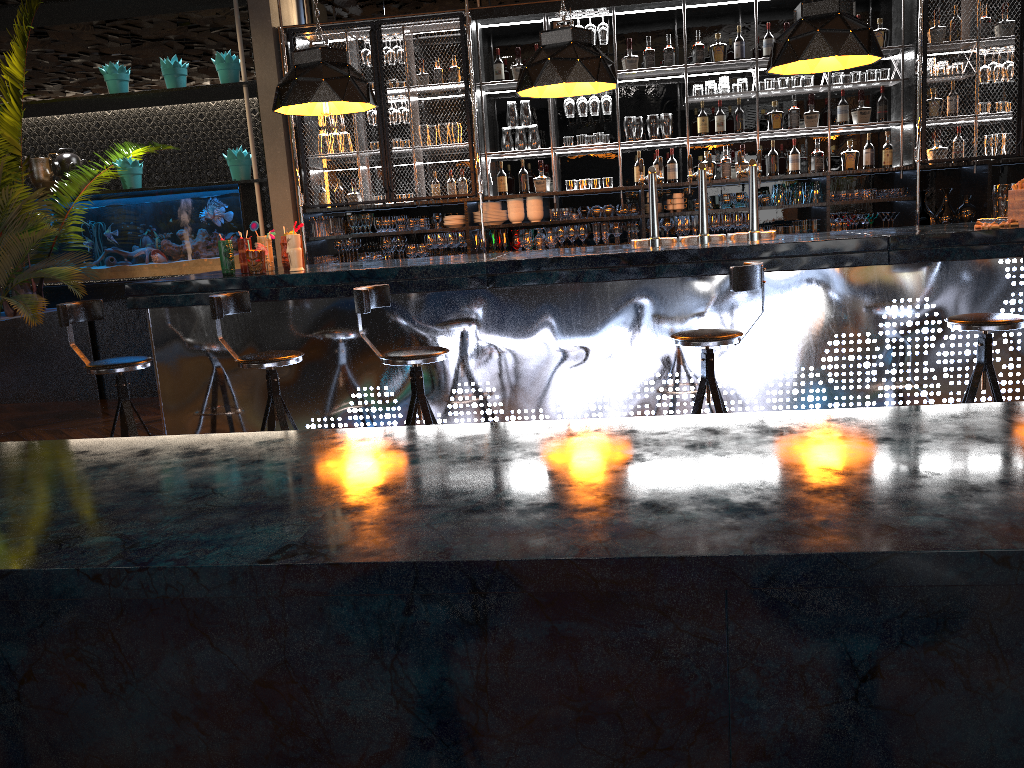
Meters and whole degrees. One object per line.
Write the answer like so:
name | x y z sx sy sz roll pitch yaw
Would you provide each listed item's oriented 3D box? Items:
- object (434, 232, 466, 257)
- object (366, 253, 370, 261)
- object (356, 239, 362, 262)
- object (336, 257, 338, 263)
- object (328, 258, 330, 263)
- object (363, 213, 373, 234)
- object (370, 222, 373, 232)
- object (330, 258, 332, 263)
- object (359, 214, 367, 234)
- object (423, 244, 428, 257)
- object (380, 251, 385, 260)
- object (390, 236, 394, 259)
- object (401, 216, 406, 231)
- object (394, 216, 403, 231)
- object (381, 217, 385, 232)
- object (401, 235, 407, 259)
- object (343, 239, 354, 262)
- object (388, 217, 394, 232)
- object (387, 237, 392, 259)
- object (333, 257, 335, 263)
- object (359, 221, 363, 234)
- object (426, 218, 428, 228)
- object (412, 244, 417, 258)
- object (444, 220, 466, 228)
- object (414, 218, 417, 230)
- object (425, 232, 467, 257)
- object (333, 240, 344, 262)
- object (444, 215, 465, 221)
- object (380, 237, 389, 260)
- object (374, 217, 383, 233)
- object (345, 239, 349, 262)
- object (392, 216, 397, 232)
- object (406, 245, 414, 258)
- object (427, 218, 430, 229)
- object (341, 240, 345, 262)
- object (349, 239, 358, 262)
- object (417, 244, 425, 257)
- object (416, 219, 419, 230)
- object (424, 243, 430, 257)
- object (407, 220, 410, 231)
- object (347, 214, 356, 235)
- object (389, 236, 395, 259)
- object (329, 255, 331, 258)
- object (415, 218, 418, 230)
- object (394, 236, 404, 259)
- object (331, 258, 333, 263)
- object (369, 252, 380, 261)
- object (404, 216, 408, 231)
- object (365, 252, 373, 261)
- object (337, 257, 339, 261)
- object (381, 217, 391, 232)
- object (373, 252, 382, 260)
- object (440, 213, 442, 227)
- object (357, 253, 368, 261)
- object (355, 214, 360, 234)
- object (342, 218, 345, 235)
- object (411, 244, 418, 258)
object | -0.544 -1.240 7.937 0.376 0.227 0.186 -3 10 5
object | -1.297 -1.112 7.867 0.093 0.101 0.093 -10 12 -31
object | -1.392 -1.191 7.984 0.091 0.227 0.091 -10 12 -29
object | -1.594 -1.111 8.042 0.034 0.080 0.034 -1 11 16
object | -1.618 -1.069 7.825 0.034 0.080 0.034 -9 12 -28
object | -1.239 -1.390 7.677 0.087 0.170 0.087 -10 12 -32
object | -1.273 -1.432 7.915 0.087 0.170 0.087 -10 12 -32
object | -1.613 -1.078 7.873 0.034 0.080 0.034 -9 12 -25
object | -1.289 -1.404 7.773 0.087 0.170 0.087 -10 12 -32
object | -0.783 -1.166 7.844 0.065 0.146 0.074 2 12 30
object | -1.179 -1.137 7.954 0.093 0.101 0.093 0 11 22
object | -1.085 -1.194 7.882 0.077 0.229 0.088 0 11 23
object | -0.964 -1.402 7.749 0.074 0.131 0.074 0 11 20
object | -0.977 -1.385 7.664 0.074 0.131 0.074 0 11 20
object | -1.151 -1.417 7.894 0.081 0.132 0.081 -8 11 -20
object | -0.974 -1.206 7.905 0.088 0.229 0.077 -2 11 8
object | -1.423 -1.149 7.769 0.091 0.227 0.091 2 12 30
object | -1.080 -1.406 7.807 0.081 0.132 0.081 -8 11 -20
object | -1.091 -1.179 7.802 0.088 0.229 0.077 -11 12 -32
object | -1.600 -1.095 7.959 0.034 0.080 0.034 -6 11 -10
object | -1.360 -1.430 7.937 0.087 0.170 0.087 -10 12 -32
object | -0.782 -1.410 7.818 0.078 0.099 0.078 -9 12 -25
object | -0.880 -1.160 7.849 0.065 0.146 0.074 0 11 19
object | -0.486 -1.386 7.675 0.211 0.060 0.209 -11 12 -33
object | -0.874 -1.408 7.829 0.078 0.103 0.078 -13 14 -39
object | -0.567 -1.203 7.746 0.376 0.227 0.186 -3 10 5
object | -1.516 -1.146 7.783 0.091 0.227 0.091 -10 12 -30
object | -0.488 -1.426 7.667 0.209 0.060 0.211 -12 13 -38
object | -1.102 -1.162 7.713 0.088 0.229 0.077 0 11 20
object | -1.167 -1.389 7.750 0.081 0.132 0.081 -8 11 -20
object | -1.494 -1.191 8.020 0.091 0.227 0.091 -2 11 11
object | -1.062 -1.430 7.933 0.081 0.132 0.081 -8 11 -20
object | -0.890 -1.140 7.747 0.074 0.146 0.065 -7 11 -16
object | -0.768 -1.426 7.900 0.078 0.099 0.078 -9 12 -25
object | -1.502 -1.166 7.888 0.091 0.227 0.091 -14 14 -42
object | -1.409 -1.169 7.870 0.091 0.227 0.091 -10 12 -29
object | -0.794 -1.146 7.740 0.074 0.146 0.065 -4 10 1
object | -0.793 -1.393 7.728 0.078 0.099 0.078 -9 12 -25
object | -0.768 -1.185 7.944 0.074 0.146 0.065 2 12 29
object | -0.882 -1.391 7.740 0.078 0.103 0.078 -13 14 -39
object | -1.387 -1.385 7.706 0.087 0.170 0.087 -10 12 -32
object | -1.074 -1.212 7.973 0.077 0.229 0.088 -7 11 -18
object | -1.642 -1.111 8.009 0.031 0.098 0.031 4 13 38
object | -0.865 -1.424 7.912 0.078 0.103 0.078 -13 14 -39
object | -0.992 -1.183 7.785 0.088 0.229 0.077 -3 11 7
object | -1.609 -1.086 7.912 0.034 0.080 0.034 -1 11 16
object | -1.201 -1.098 7.751 0.093 0.101 0.093 -10 12 -30
object | -0.955 -1.418 7.833 0.074 0.131 0.074 0 11 20
object | -1.284 -1.132 7.969 0.093 0.101 0.093 -5 11 -6
object | -1.587 -1.120 8.087 0.034 0.080 0.034 -1 11 17
object | -1.091 -1.383 7.690 0.081 0.132 0.081 -8 11 -20
object | -1.195 -1.117 7.856 0.093 0.101 0.093 2 12 28
object | -0.657 -1.448 7.885 0.074 0.131 0.074 0 11 20
object | -1.309 -1.093 7.764 0.093 0.101 0.093 -9 11 -24
object | -1.374 -1.407 7.822 0.087 0.170 0.087 -10 12 -32
object | -1.546 -1.427 8.033 0.051 0.152 0.058 -10 12 -31
object | -0.869 -1.178 7.944 0.065 0.146 0.074 4 13 36
